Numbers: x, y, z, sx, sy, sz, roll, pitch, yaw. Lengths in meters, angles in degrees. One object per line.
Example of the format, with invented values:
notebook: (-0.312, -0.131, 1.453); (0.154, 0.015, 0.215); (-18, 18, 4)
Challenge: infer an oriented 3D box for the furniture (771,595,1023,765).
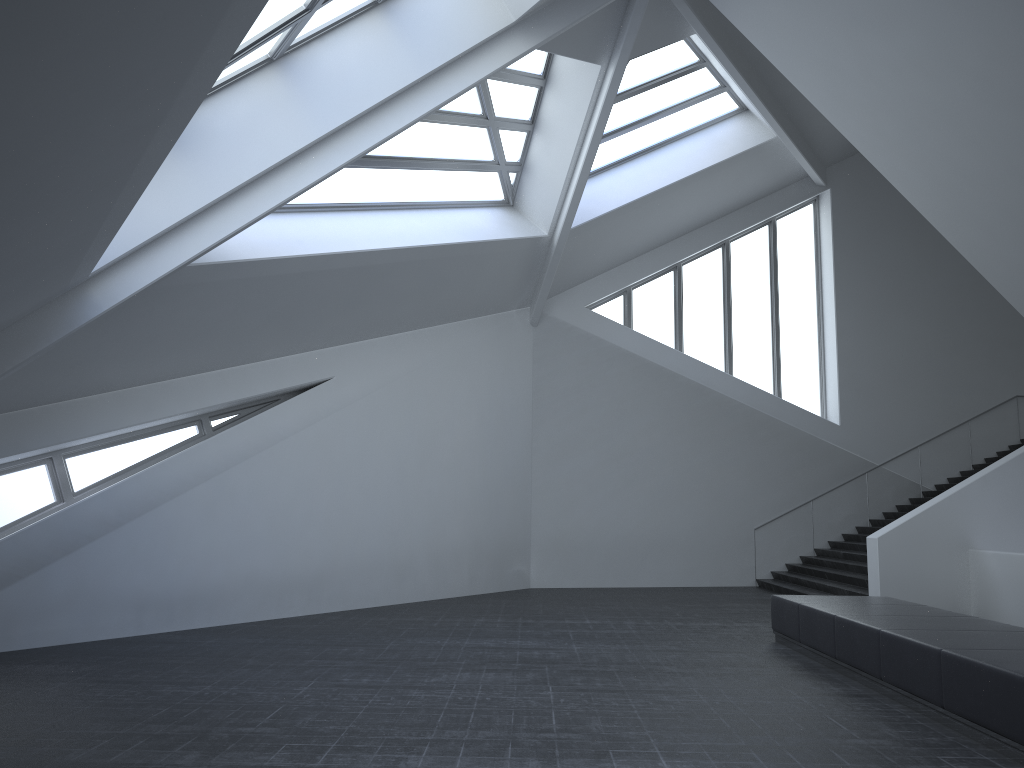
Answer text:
furniture: (3.999, 2.556, 8.384); (1.488, 0.580, 5.742); (1, -8, 1)
